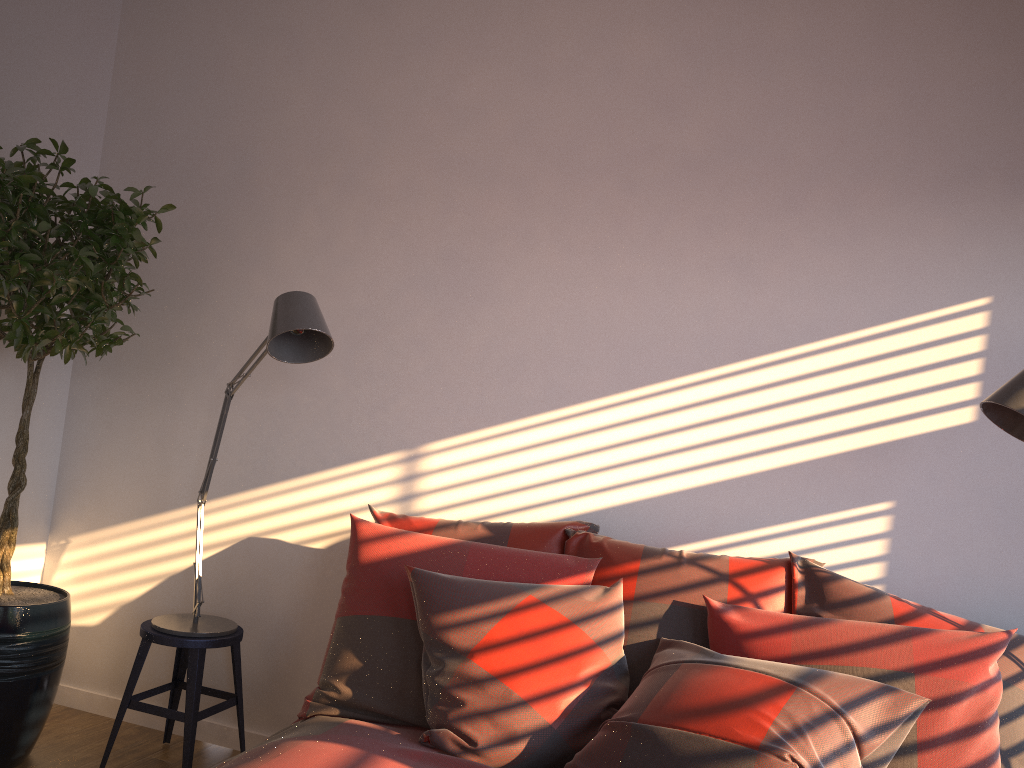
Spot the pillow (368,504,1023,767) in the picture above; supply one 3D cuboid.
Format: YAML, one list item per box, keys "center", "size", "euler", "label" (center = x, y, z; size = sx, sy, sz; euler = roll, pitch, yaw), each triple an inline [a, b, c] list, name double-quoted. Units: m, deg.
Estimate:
- center: [0.371, 0.778, 2.244]
  size: [2.138, 0.732, 1.148]
  euler: [7, -3, 15]
  label: "pillow"

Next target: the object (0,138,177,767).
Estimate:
- center: [-1.653, 0.216, 2.875]
  size: [0.811, 2.017, 0.804]
  euler: [7, -1, 20]
  label: "object"

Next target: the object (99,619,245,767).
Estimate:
- center: [-1.117, 1.068, 3.017]
  size: [0.337, 0.480, 0.343]
  euler: [7, -2, 16]
  label: "object"

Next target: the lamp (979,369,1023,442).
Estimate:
- center: [1.475, 0.536, 2.123]
  size: [0.787, 1.126, 0.280]
  euler: [7, -1, 8]
  label: "lamp"

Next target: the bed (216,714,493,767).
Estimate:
- center: [0.157, 0.999, 1.655]
  size: [2.032, 0.769, 2.322]
  euler: [6, -4, 16]
  label: "bed"

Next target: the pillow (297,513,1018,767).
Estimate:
- center: [0.308, 0.745, 2.299]
  size: [1.811, 0.551, 0.529]
  euler: [6, -2, 17]
  label: "pillow"

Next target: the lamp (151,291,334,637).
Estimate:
- center: [-0.873, 0.276, 2.821]
  size: [0.280, 1.126, 0.786]
  euler: [8, -2, -33]
  label: "lamp"
